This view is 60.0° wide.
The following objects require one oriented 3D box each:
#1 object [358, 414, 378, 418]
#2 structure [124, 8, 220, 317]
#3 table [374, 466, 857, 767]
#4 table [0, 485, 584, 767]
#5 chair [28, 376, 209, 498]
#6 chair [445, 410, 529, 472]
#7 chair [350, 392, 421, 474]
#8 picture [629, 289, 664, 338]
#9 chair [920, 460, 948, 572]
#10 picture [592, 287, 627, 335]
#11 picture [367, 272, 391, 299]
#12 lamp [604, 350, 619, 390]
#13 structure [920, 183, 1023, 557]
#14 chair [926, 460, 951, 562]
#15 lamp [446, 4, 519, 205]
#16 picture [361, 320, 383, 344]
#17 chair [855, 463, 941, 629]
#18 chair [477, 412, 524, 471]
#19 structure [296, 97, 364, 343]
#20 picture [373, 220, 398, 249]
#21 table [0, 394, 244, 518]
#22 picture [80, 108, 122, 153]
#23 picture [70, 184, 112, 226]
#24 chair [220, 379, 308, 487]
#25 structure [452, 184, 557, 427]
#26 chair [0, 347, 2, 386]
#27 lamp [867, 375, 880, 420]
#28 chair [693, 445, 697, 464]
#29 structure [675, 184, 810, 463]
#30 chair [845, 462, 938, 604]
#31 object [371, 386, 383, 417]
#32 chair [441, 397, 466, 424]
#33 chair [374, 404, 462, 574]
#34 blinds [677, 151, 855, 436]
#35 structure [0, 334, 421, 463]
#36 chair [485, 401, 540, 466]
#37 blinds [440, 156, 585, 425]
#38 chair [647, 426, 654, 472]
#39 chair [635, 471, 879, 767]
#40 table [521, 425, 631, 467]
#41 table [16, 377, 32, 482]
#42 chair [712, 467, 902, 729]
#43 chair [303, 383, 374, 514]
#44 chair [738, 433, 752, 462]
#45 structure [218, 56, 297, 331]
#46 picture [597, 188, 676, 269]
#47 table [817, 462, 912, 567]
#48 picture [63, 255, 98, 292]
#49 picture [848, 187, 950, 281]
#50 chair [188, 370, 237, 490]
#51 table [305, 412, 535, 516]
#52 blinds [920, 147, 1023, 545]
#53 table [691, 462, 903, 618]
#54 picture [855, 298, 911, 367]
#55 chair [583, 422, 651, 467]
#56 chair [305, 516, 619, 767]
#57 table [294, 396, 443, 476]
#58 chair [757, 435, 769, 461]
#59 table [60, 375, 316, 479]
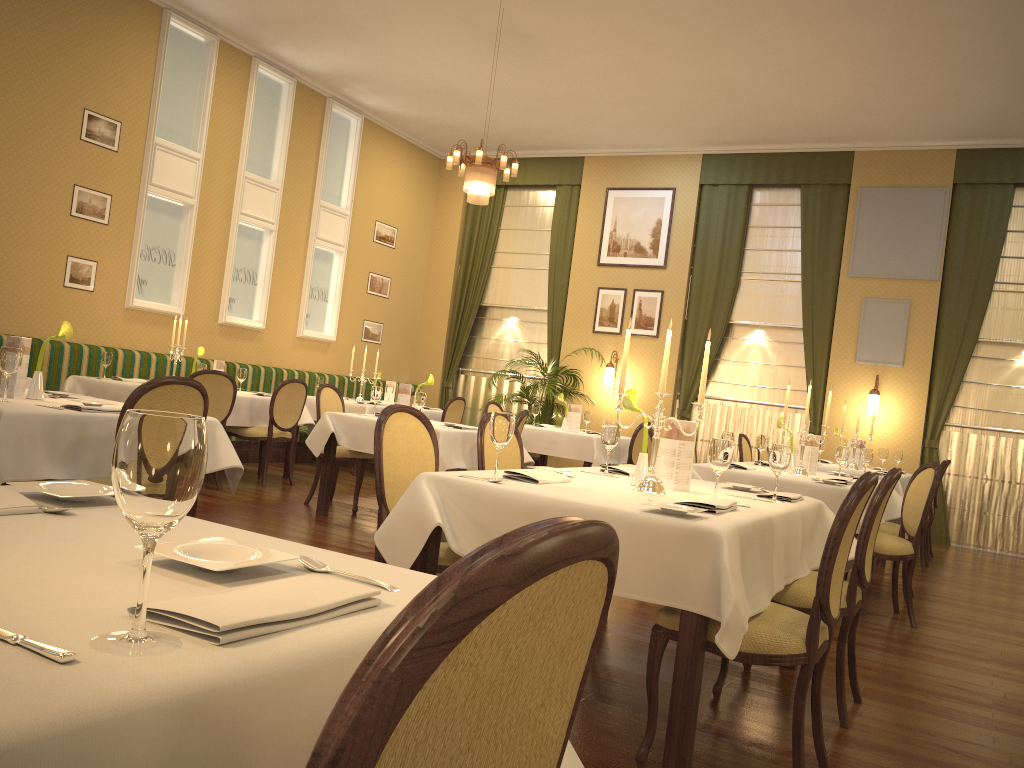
[{"bbox_3d":[-1.075,0.236,6.614,0.185,0.010,0.017,7,-1,30],"label":"object"},{"bbox_3d":[-3.478,-2.211,9.044,0.200,2.985,0.687,7,-1,28],"label":"structure"},{"bbox_3d":[0.543,0.782,3.442,1.385,0.759,2.152,7,-1,28],"label":"table"},{"bbox_3d":[-0.872,0.571,0.784,1.385,0.759,2.152,7,-1,28],"label":"table"},{"bbox_3d":[-1.658,0.414,3.746,0.571,0.955,0.530,7,-1,28],"label":"chair"},{"bbox_3d":[-0.217,0.628,6.450,0.571,0.955,0.530,7,-1,8],"label":"chair"},{"bbox_3d":[-1.318,0.530,9.531,0.571,0.955,0.530,7,-1,28],"label":"chair"},{"bbox_3d":[1.742,-0.920,11.545,0.412,0.619,0.022,7,-1,28],"label":"picture"},{"bbox_3d":[3.423,1.099,7.719,0.571,0.955,0.530,7,-1,28],"label":"chair"},{"bbox_3d":[1.297,-0.973,11.787,0.412,0.619,0.022,7,-1,28],"label":"picture"},{"bbox_3d":[-1.832,-1.359,12.231,0.008,0.294,0.504,7,-1,28],"label":"picture"},{"bbox_3d":[1.296,-0.184,11.550,0.114,0.513,0.323,7,-1,17],"label":"lamp"},{"bbox_3d":[5.610,-0.398,9.644,1.898,4.511,0.137,7,-1,28],"label":"structure"},{"bbox_3d":[3.818,1.158,8.461,0.571,0.955,0.530,7,-1,28],"label":"chair"},{"bbox_3d":[-0.193,-2.493,7.846,0.593,1.796,0.593,7,-1,26],"label":"lamp"},{"bbox_3d":[-1.919,-0.714,12.210,0.008,0.294,0.437,7,-1,28],"label":"picture"},{"bbox_3d":[2.200,0.916,5.329,0.571,0.955,0.530,7,-1,8],"label":"chair"},{"bbox_3d":[0.100,0.638,4.108,0.571,0.955,0.530,7,-1,28],"label":"chair"},{"bbox_3d":[-2.322,-2.039,11.215,0.200,2.985,0.670,7,-1,28],"label":"structure"},{"bbox_3d":[-1.744,-2.058,12.239,0.008,0.294,0.504,7,-1,28],"label":"picture"},{"bbox_3d":[-2.120,0.457,4.040,1.389,0.759,1.395,7,-1,30],"label":"table"},{"bbox_3d":[-3.842,-2.370,8.299,0.008,0.294,0.401,7,-1,28],"label":"picture"},{"bbox_3d":[-3.930,-1.671,8.290,0.008,0.294,0.401,7,-1,28],"label":"picture"},{"bbox_3d":[-2.186,0.401,7.896,0.571,0.955,0.530,7,-1,28],"label":"chair"},{"bbox_3d":[-0.002,-1.060,12.690,1.942,4.511,0.123,7,-1,28],"label":"structure"},{"bbox_3d":[-3.458,0.212,5.509,0.571,0.955,0.530,7,-1,28],"label":"chair"},{"bbox_3d":[4.090,0.146,10.037,0.114,0.513,0.323,7,-1,17],"label":"lamp"},{"bbox_3d":[1.502,0.847,6.741,0.571,0.955,0.530,7,-1,28],"label":"chair"},{"bbox_3d":[3.058,-0.699,11.025,1.900,4.511,0.134,7,-1,28],"label":"structure"},{"bbox_3d":[2.564,0.971,6.107,0.571,0.955,0.530,7,-1,28],"label":"chair"},{"bbox_3d":[-1.030,0.132,6.693,0.088,0.229,0.088,7,-1,-20],"label":"object"},{"bbox_3d":[-0.894,0.592,10.257,0.571,0.955,0.530,7,-1,28],"label":"chair"},{"bbox_3d":[-0.262,0.585,3.427,0.571,0.955,0.530,7,-1,28],"label":"chair"},{"bbox_3d":[3.010,-0.719,10.918,1.878,4.537,0.129,7,-1,28],"label":"blinds"},{"bbox_3d":[-4.598,0.048,6.592,0.850,1.031,14.516,7,-1,28],"label":"structure"},{"bbox_3d":[-0.030,0.690,9.433,0.571,0.955,0.530,7,-1,28],"label":"chair"},{"bbox_3d":[-0.052,-1.080,12.589,1.934,4.537,0.225,7,-1,27],"label":"blinds"},{"bbox_3d":[1.141,0.793,6.084,0.571,0.955,0.530,7,-1,3],"label":"chair"},{"bbox_3d":[0.767,0.704,2.732,0.571,0.955,0.530,7,-1,28],"label":"chair"},{"bbox_3d":[0.571,0.856,9.093,1.389,0.759,1.395,7,-1,30],"label":"table"},{"bbox_3d":[-4.075,0.231,5.484,1.385,0.759,2.152,7,-1,28],"label":"table"},{"bbox_3d":[1.162,0.763,3.474,0.571,0.955,0.530,7,-1,28],"label":"chair"},{"bbox_3d":[-1.293,0.502,7.066,0.571,0.955,0.530,7,-1,18],"label":"chair"},{"bbox_3d":[2.393,0.979,8.414,0.571,0.955,0.530,7,-1,28],"label":"chair"},{"bbox_3d":[-2.917,-2.127,10.098,0.200,2.985,0.661,7,-1,28],"label":"structure"},{"bbox_3d":[1.631,-2.065,11.691,0.966,1.057,0.027,7,-1,28],"label":"picture"},{"bbox_3d":[3.199,1.176,8.430,1.385,0.759,2.152,7,-1,28],"label":"table"},{"bbox_3d":[-4.019,-1.026,8.266,0.008,0.294,0.313,7,-1,28],"label":"picture"},{"bbox_3d":[4.427,-1.735,10.175,0.966,1.057,0.027,7,-1,28],"label":"picture"},{"bbox_3d":[-2.564,0.345,7.176,0.530,0.955,0.571,8,-1,-37],"label":"chair"},{"bbox_3d":[-0.694,0.668,6.718,1.389,0.759,1.395,7,-1,30],"label":"table"},{"bbox_3d":[5.562,-0.418,9.535,1.876,4.537,0.129,7,-1,28],"label":"blinds"},{"bbox_3d":[1.945,0.990,6.076,1.385,0.759,2.152,7,-1,28],"label":"table"},{"bbox_3d":[4.254,-0.596,10.177,0.512,0.769,0.027,7,-1,28],"label":"picture"},{"bbox_3d":[1.032,0.814,8.799,0.571,0.955,0.530,7,-1,28],"label":"chair"},{"bbox_3d":[-0.254,0.553,0.816,0.571,0.955,0.530,7,-1,28],"label":"chair"},{"bbox_3d":[-1.541,0.607,10.242,1.385,0.759,2.152,7,-1,28],"label":"table"},{"bbox_3d":[2.756,1.033,9.095,0.571,0.955,0.530,7,-1,28],"label":"chair"},{"bbox_3d":[-2.807,0.419,7.865,1.385,0.759,2.152,7,-1,28],"label":"table"}]
